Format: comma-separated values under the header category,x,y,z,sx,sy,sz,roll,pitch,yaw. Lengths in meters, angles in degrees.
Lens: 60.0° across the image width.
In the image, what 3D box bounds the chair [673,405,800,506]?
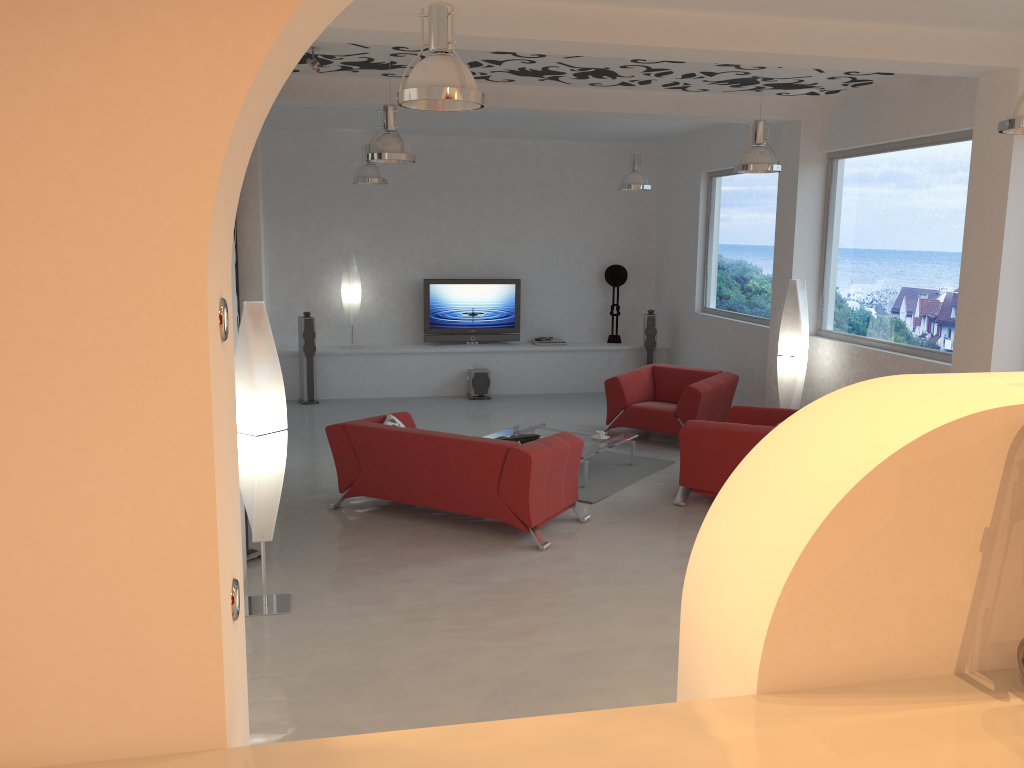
category,x,y,z,sx,sy,sz,roll,pitch,yaw
chair,2.058,0.595,7.446,0.951,0.738,1.288,8,12,37

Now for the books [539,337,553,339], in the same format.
category,x,y,z,sx,sy,sz,roll,pitch,yaw
books,0.491,-0.656,12.632,0.190,0.015,0.135,0,9,-2

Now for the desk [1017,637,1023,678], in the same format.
category,x,y,z,sx,sy,sz,roll,pitch,yaw
desk,1.919,0.440,2.200,1.158,0.723,0.523,-1,10,-12

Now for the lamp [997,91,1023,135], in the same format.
category,x,y,z,sx,sy,sz,roll,pitch,yaw
lamp,2.646,-1.662,4.369,0.379,0.800,0.379,-7,12,-40

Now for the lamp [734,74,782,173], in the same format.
category,x,y,z,sx,sy,sz,roll,pitch,yaw
lamp,2.032,-2.148,7.265,0.379,0.800,0.379,3,10,17

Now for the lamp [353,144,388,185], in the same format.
category,x,y,z,sx,sy,sz,roll,pitch,yaw
lamp,-1.527,-2.567,9.548,0.379,0.800,0.379,-2,10,-15

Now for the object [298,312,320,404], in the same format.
category,x,y,z,sx,sy,sz,roll,pitch,yaw
object,-2.635,-0.343,11.428,0.255,1.184,0.273,-4,11,-27

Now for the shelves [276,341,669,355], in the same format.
category,x,y,z,sx,sy,sz,roll,pitch,yaw
shelves,-0.529,-0.506,12.352,5.500,0.050,0.650,-1,10,-12

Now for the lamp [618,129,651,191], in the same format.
category,x,y,z,sx,sy,sz,roll,pitch,yaw
lamp,1.418,-2.635,10.161,0.379,0.800,0.379,6,11,27

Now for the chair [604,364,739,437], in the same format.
category,x,y,z,sx,sy,sz,roll,pitch,yaw
chair,1.719,0.226,9.652,1.288,0.738,0.951,8,12,37

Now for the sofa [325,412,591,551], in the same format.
category,x,y,z,sx,sy,sz,roll,pitch,yaw
sofa,-0.438,0.662,6.874,1.929,0.738,0.951,6,11,28

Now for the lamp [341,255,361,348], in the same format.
category,x,y,z,sx,sy,sz,roll,pitch,yaw
lamp,-2.160,-1.110,11.940,0.263,1.239,0.263,-3,10,-20

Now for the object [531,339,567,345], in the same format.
category,x,y,z,sx,sy,sz,roll,pitch,yaw
object,0.527,-0.604,12.679,0.430,0.045,0.352,-1,10,-12

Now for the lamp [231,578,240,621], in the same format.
category,x,y,z,sx,sy,sz,roll,pitch,yaw
lamp,-0.689,0.538,2.212,0.011,0.105,0.105,-1,10,-12

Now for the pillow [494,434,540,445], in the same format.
category,x,y,z,sx,sy,sz,roll,pitch,yaw
pillow,-0.014,0.530,6.615,0.402,0.343,0.288,-3,10,-19

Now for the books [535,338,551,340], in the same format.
category,x,y,z,sx,sy,sz,roll,pitch,yaw
books,0.439,-0.641,12.629,0.190,0.015,0.135,-5,11,-31

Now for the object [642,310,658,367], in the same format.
category,x,y,z,sx,sy,sz,roll,pitch,yaw
object,1.915,-0.448,12.369,0.255,1.184,0.273,1,9,3

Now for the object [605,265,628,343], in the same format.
category,x,y,z,sx,sy,sz,roll,pitch,yaw
object,1.492,-1.154,12.793,0.331,1.130,0.108,3,10,13

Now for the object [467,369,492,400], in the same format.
category,x,y,z,sx,sy,sz,roll,pitch,yaw
object,-0.445,0.000,11.978,0.336,0.374,0.337,-1,10,-12

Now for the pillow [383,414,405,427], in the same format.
category,x,y,z,sx,sy,sz,roll,pitch,yaw
pillow,-0.890,0.442,7.083,0.288,0.343,0.402,0,9,-4

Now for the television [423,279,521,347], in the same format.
category,x,y,z,sx,sy,sz,roll,pitch,yaw
television,-0.553,-1.003,12.384,1.356,0.919,0.343,-1,10,-12

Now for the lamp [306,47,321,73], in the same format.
category,x,y,z,sx,sy,sz,roll,pitch,yaw
lamp,-1.456,-2.373,6.499,0.112,0.176,0.118,6,11,30

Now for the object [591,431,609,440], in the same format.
category,x,y,z,sx,sy,sz,roll,pitch,yaw
object,0.826,0.480,8.313,0.153,0.069,0.153,10,13,44

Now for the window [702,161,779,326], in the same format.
category,x,y,z,sx,sy,sz,roll,pitch,yaw
window,2.812,-1.642,10.409,0.100,1.800,2.400,-1,10,-12

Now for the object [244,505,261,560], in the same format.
category,x,y,z,sx,sy,sz,roll,pitch,yaw
object,-1.794,0.630,5.831,0.214,1.112,0.229,7,11,33

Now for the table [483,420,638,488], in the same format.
category,x,y,z,sx,sy,sz,roll,pitch,yaw
table,0.425,0.641,8.399,1.162,0.286,1.097,7,11,33

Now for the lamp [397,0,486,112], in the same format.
category,x,y,z,sx,sy,sz,roll,pitch,yaw
lamp,-0.299,-1.594,3.756,0.379,0.800,0.379,-7,12,-40

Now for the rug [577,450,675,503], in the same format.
category,x,y,z,sx,sy,sz,roll,pitch,yaw
rug,0.417,0.786,8.413,1.700,0.025,1.700,7,11,33

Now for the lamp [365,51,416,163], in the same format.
category,x,y,z,sx,sy,sz,roll,pitch,yaw
lamp,-0.913,-2.080,6.652,0.379,0.800,0.379,-3,10,-19

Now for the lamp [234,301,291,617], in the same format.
category,x,y,z,sx,sy,sz,roll,pitch,yaw
lamp,-1.438,0.423,5.061,0.313,1.779,0.313,0,9,-4

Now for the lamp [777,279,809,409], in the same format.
category,x,y,z,sx,sy,sz,roll,pitch,yaw
lamp,2.720,-0.120,8.622,0.313,1.779,0.313,-3,10,-20

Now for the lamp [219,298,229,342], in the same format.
category,x,y,z,sx,sy,sz,roll,pitch,yaw
lamp,-0.681,-0.152,2.098,0.011,0.105,0.105,-1,10,-12

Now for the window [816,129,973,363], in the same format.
category,x,y,z,sx,sy,sz,roll,pitch,yaw
window,3.385,-1.188,7.706,0.100,1.800,2.400,-1,10,-12
